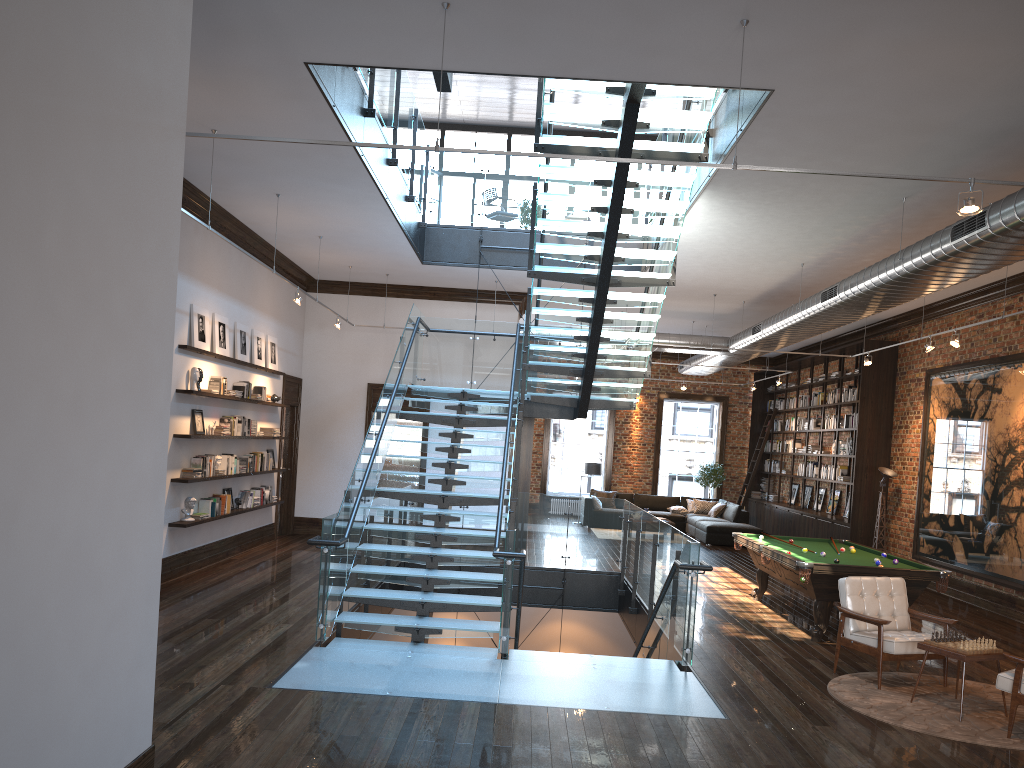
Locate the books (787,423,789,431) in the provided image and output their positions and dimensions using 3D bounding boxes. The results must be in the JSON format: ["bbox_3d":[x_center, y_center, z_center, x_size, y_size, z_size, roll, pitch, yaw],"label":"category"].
[{"bbox_3d":[6.591,0.976,20.880,0.174,0.286,0.091,4,1,1],"label":"books"}]

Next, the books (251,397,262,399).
[{"bbox_3d":[-3.659,0.192,12.601,0.143,0.013,0.226,4,-4,1],"label":"books"}]

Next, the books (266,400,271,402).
[{"bbox_3d":[-3.647,0.247,13.036,0.143,0.028,0.235,4,-4,1],"label":"books"}]

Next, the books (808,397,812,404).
[{"bbox_3d":[6.602,0.413,19.534,0.137,0.229,0.066,4,1,1],"label":"books"}]

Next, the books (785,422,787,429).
[{"bbox_3d":[6.584,0.991,21.032,0.174,0.280,0.128,4,0,1],"label":"books"}]

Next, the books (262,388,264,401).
[{"bbox_3d":[-3.642,0.145,12.733,0.142,0.193,0.013,4,1,1],"label":"books"}]

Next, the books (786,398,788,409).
[{"bbox_3d":[6.604,0.481,21.005,0.187,0.280,0.028,4,1,1],"label":"books"}]

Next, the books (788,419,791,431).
[{"bbox_3d":[6.575,0.970,20.801,0.174,0.286,0.091,4,1,1],"label":"books"}]

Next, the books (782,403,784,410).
[{"bbox_3d":[6.616,0.551,21.406,0.170,0.195,0.083,4,0,1],"label":"books"}]

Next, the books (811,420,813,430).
[{"bbox_3d":[6.533,0.888,19.067,0.190,0.223,0.027,4,1,1],"label":"books"}]

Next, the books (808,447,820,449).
[{"bbox_3d":[6.484,1.368,18.930,0.282,0.010,0.169,4,-4,0],"label":"books"}]

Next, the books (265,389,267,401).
[{"bbox_3d":[-3.642,0.158,12.857,0.159,0.183,0.014,4,1,1],"label":"books"}]

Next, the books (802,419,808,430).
[{"bbox_3d":[6.539,0.916,19.698,0.191,0.249,0.024,4,1,1],"label":"books"}]

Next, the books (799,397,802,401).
[{"bbox_3d":[6.580,0.424,20.037,0.192,0.267,0.016,4,1,1],"label":"books"}]

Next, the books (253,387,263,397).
[{"bbox_3d":[-3.646,0.141,12.721,0.135,0.200,0.011,4,1,1],"label":"books"}]

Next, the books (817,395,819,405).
[{"bbox_3d":[6.549,0.351,18.715,0.191,0.240,0.008,4,1,1],"label":"books"}]

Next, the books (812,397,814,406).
[{"bbox_3d":[6.571,0.393,19.123,0.173,0.211,0.057,4,1,1],"label":"books"}]

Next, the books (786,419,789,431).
[{"bbox_3d":[6.571,0.980,20.918,0.174,0.283,0.113,4,1,1],"label":"books"}]

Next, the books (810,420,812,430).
[{"bbox_3d":[6.544,0.896,19.156,0.183,0.219,0.033,4,1,1],"label":"books"}]

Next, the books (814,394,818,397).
[{"bbox_3d":[6.560,0.354,18.991,0.180,0.271,0.011,4,1,1],"label":"books"}]

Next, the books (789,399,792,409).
[{"bbox_3d":[6.604,0.480,20.788,0.178,0.255,0.036,4,1,1],"label":"books"}]

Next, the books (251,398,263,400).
[{"bbox_3d":[-3.651,0.215,12.599,0.162,0.011,0.230,4,-4,1],"label":"books"}]

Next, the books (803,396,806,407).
[{"bbox_3d":[6.578,0.410,19.720,0.185,0.253,0.030,4,1,1],"label":"books"}]

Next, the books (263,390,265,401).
[{"bbox_3d":[-3.638,0.161,12.746,0.162,0.165,0.013,4,1,1],"label":"books"}]

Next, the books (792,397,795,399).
[{"bbox_3d":[6.614,0.460,20.704,0.159,0.285,0.014,4,1,1],"label":"books"}]

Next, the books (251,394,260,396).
[{"bbox_3d":[-3.657,0.153,12.615,0.116,0.021,0.192,4,-4,-4],"label":"books"}]

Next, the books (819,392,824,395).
[{"bbox_3d":[6.570,0.324,18.740,0.181,0.298,0.009,4,1,1],"label":"books"}]

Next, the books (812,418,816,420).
[{"bbox_3d":[6.544,0.867,19.093,0.185,0.270,0.026,4,1,1],"label":"books"}]

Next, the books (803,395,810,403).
[{"bbox_3d":[6.581,0.396,19.774,0.176,0.289,0.030,4,1,1],"label":"books"}]

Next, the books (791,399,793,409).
[{"bbox_3d":[6.596,0.481,20.682,0.156,0.238,0.033,4,1,1],"label":"books"}]

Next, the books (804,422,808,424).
[{"bbox_3d":[6.567,0.860,19.509,0.159,0.024,0.331,4,-4,1],"label":"books"}]

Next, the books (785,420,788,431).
[{"bbox_3d":[6.574,0.987,20.979,0.174,0.280,0.128,4,0,1],"label":"books"}]

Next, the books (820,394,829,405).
[{"bbox_3d":[6.558,0.336,18.592,0.190,0.255,0.061,4,1,1],"label":"books"}]

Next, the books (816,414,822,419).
[{"bbox_3d":[6.546,0.820,18.869,0.155,0.335,0.014,4,1,1],"label":"books"}]

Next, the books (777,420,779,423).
[{"bbox_3d":[6.578,1.025,21.714,0.184,0.293,0.006,4,1,1],"label":"books"}]

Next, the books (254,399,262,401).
[{"bbox_3d":[-3.654,0.227,12.602,0.142,0.012,0.225,4,-4,1],"label":"books"}]

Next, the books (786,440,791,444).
[{"bbox_3d":[6.530,1.473,20.871,0.182,0.291,0.014,4,1,1],"label":"books"}]

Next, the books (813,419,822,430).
[{"bbox_3d":[6.517,0.865,18.809,0.272,0.241,0.083,4,1,1],"label":"books"}]

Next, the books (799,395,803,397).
[{"bbox_3d":[6.601,0.409,20.168,0.166,0.316,0.016,4,1,1],"label":"books"}]

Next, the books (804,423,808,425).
[{"bbox_3d":[6.560,0.884,19.510,0.159,0.024,0.333,4,-4,3],"label":"books"}]

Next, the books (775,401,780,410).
[{"bbox_3d":[6.585,0.541,21.750,0.235,0.252,0.028,4,1,1],"label":"books"}]

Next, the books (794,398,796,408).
[{"bbox_3d":[6.597,0.453,20.453,0.160,0.265,0.011,4,1,1],"label":"books"}]

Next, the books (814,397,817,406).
[{"bbox_3d":[6.550,0.385,18.959,0.193,0.202,0.027,4,1,1],"label":"books"}]

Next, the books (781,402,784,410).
[{"bbox_3d":[6.603,0.543,21.458,0.173,0.214,0.024,4,1,1],"label":"books"}]

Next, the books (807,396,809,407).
[{"bbox_3d":[6.583,0.402,19.545,0.143,0.251,0.078,4,1,1],"label":"books"}]

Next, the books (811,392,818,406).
[{"bbox_3d":[6.570,0.335,19.135,0.186,0.329,0.069,4,1,1],"label":"books"}]

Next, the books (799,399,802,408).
[{"bbox_3d":[6.569,0.452,19.975,0.187,0.200,0.030,4,1,1],"label":"books"}]

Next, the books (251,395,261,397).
[{"bbox_3d":[-3.657,0.169,12.600,0.118,0.013,0.206,3,-4,6],"label":"books"}]

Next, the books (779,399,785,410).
[{"bbox_3d":[6.599,0.515,21.537,0.190,0.280,0.017,4,1,1],"label":"books"}]

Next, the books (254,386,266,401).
[{"bbox_3d":[-3.640,0.142,12.791,0.161,0.208,0.012,4,1,1],"label":"books"}]

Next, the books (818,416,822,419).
[{"bbox_3d":[6.562,0.838,18.856,0.133,0.300,0.012,4,1,1],"label":"books"}]

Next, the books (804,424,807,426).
[{"bbox_3d":[6.554,0.908,19.510,0.161,0.025,0.298,4,-4,-2],"label":"books"}]

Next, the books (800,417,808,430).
[{"bbox_3d":[6.554,0.901,19.868,0.175,0.303,0.067,4,1,1],"label":"books"}]

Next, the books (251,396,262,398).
[{"bbox_3d":[-3.658,0.179,12.586,0.134,0.011,0.255,4,-4,1],"label":"books"}]

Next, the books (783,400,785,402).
[{"bbox_3d":[6.621,0.526,21.491,0.129,0.253,0.014,4,1,1],"label":"books"}]

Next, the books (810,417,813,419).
[{"bbox_3d":[6.532,0.870,19.261,0.190,0.284,0.013,4,1,1],"label":"books"}]
